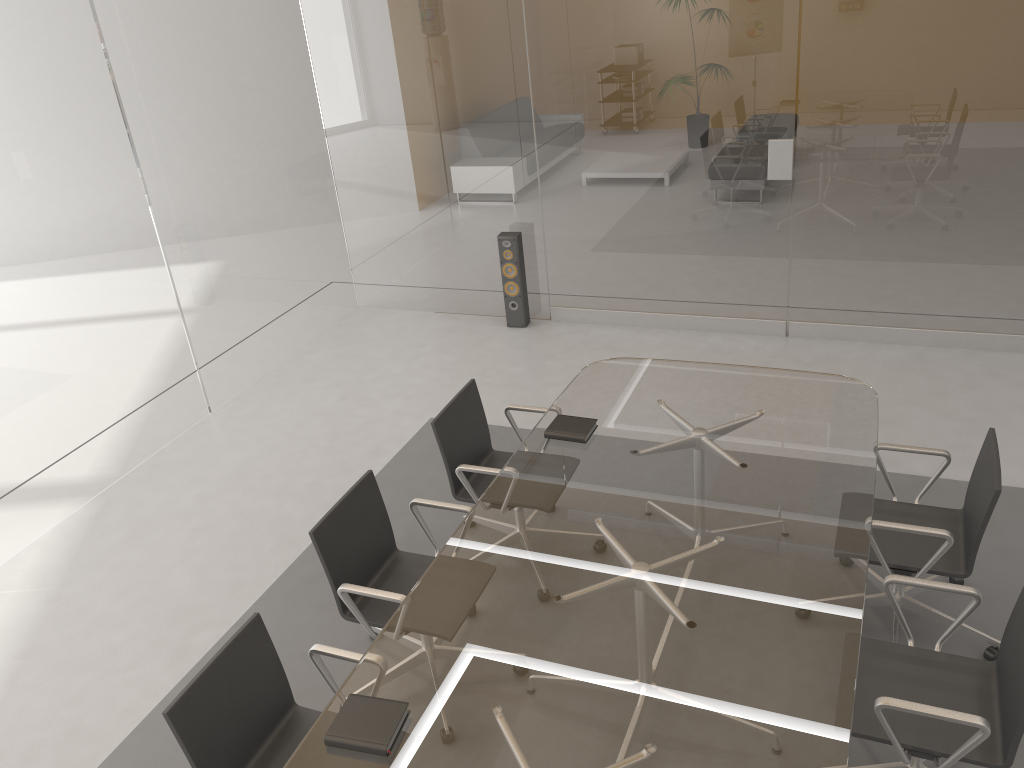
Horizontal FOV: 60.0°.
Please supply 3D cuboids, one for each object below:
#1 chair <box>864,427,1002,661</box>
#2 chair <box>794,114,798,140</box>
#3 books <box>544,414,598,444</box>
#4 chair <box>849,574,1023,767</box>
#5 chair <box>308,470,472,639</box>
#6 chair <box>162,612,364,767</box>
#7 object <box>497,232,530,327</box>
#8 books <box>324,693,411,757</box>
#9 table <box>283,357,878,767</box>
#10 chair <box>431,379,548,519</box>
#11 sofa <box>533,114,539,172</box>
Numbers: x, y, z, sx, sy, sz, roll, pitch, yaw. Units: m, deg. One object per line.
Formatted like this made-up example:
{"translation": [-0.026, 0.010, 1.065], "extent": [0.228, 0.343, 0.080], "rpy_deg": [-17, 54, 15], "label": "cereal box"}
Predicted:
{"translation": [1.465, 0.591, 3.392], "extent": [0.710, 0.805, 0.731], "rpy_deg": [-2, 27, 8], "label": "chair"}
{"translation": [2.972, -2.831, 10.284], "extent": [0.575, 0.423, 1.012], "rpy_deg": [6, 29, 23], "label": "chair"}
{"translation": [0.248, 0.188, 3.710], "extent": [0.183, 0.032, 0.164], "rpy_deg": [7, 29, 24], "label": "books"}
{"translation": [1.216, 0.967, 2.699], "extent": [0.710, 0.805, 0.731], "rpy_deg": [-2, 27, 8], "label": "chair"}
{"translation": [-0.320, 0.806, 3.367], "extent": [0.710, 0.805, 0.731], "rpy_deg": [-3, 27, 7], "label": "chair"}
{"translation": [-0.562, 1.183, 2.671], "extent": [0.710, 0.805, 0.731], "rpy_deg": [-3, 27, 7], "label": "chair"}
{"translation": [0.012, -0.758, 6.514], "extent": [0.152, 0.706, 0.124], "rpy_deg": [3, 28, 18], "label": "object"}
{"translation": [-0.389, 0.921, 2.398], "extent": [0.183, 0.032, 0.164], "rpy_deg": [2, 28, 17], "label": "books"}
{"translation": [0.458, 0.911, 3.068], "extent": [1.372, 0.721, 3.054], "rpy_deg": [6, 29, 23], "label": "table"}
{"translation": [0.053, 0.447, 3.997], "extent": [0.710, 0.805, 0.731], "rpy_deg": [-3, 27, 7], "label": "chair"}
{"translation": [0.126, -2.877, 10.639], "extent": [0.860, 0.761, 2.400], "rpy_deg": [6, 29, 23], "label": "sofa"}
